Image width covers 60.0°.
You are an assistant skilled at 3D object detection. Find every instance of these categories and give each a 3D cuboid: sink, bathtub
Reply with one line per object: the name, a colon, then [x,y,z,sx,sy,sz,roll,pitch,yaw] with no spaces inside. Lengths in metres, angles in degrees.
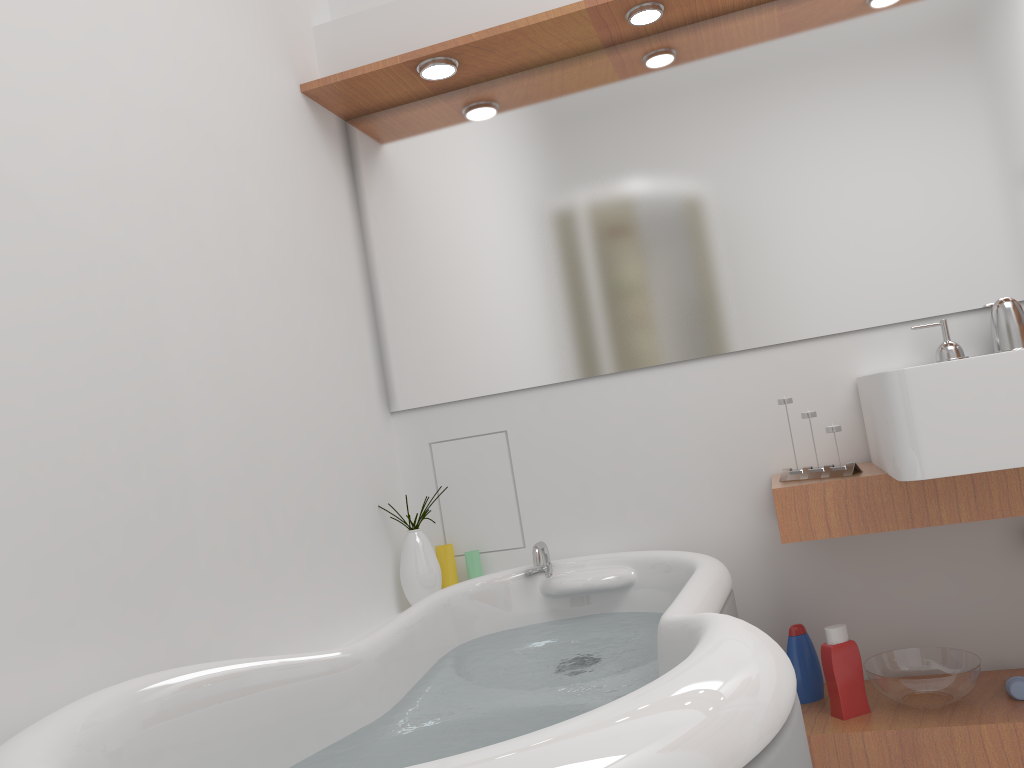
sink: [1.140,0.130,1.892,0.657,0.673,0.552,-10,-4,16]
bathtub: [-0.012,0.699,1.546,1.055,0.674,1.863,-10,-4,16]

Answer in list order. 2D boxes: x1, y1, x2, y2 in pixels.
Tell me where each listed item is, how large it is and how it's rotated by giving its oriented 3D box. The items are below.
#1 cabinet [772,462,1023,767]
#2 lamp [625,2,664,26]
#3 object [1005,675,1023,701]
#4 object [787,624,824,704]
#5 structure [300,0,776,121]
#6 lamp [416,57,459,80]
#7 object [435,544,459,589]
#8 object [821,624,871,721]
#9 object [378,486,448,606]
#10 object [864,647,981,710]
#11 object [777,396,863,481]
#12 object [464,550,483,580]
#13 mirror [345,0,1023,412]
cabinet: [1.355,0.469,1.918,1.635,0.719,0.355,-10,-4,16]
lamp: [0.338,-0.940,2.256,0.098,0.018,0.098,-12,-4,36]
object: [1.151,0.671,2.013,0.059,0.052,0.187,-11,-4,27]
object: [0.708,0.680,2.158,0.092,0.190,0.044,-8,-4,-17]
structure: [0.653,-1.123,2.201,2.606,0.240,0.287,-10,-4,16]
lamp: [-0.199,-0.846,2.379,0.113,0.021,0.113,-8,-4,-13]
object: [-0.182,0.539,2.523,0.047,0.162,0.047,-12,-5,42]
object: [0.756,0.657,2.024,0.079,0.207,0.046,-8,-4,-19]
object: [-0.244,0.456,2.430,0.215,0.326,0.154,-6,-5,-43]
object: [0.940,0.680,2.023,0.245,0.090,0.245,-8,-4,-12]
object: [0.702,0.118,2.073,0.059,0.203,0.182,-6,-5,-43]
object: [-0.104,0.537,2.500,0.038,0.133,0.038,-6,-5,-40]
mirror: [0.782,-0.570,2.292,2.600,0.887,0.022,-10,-4,16]
